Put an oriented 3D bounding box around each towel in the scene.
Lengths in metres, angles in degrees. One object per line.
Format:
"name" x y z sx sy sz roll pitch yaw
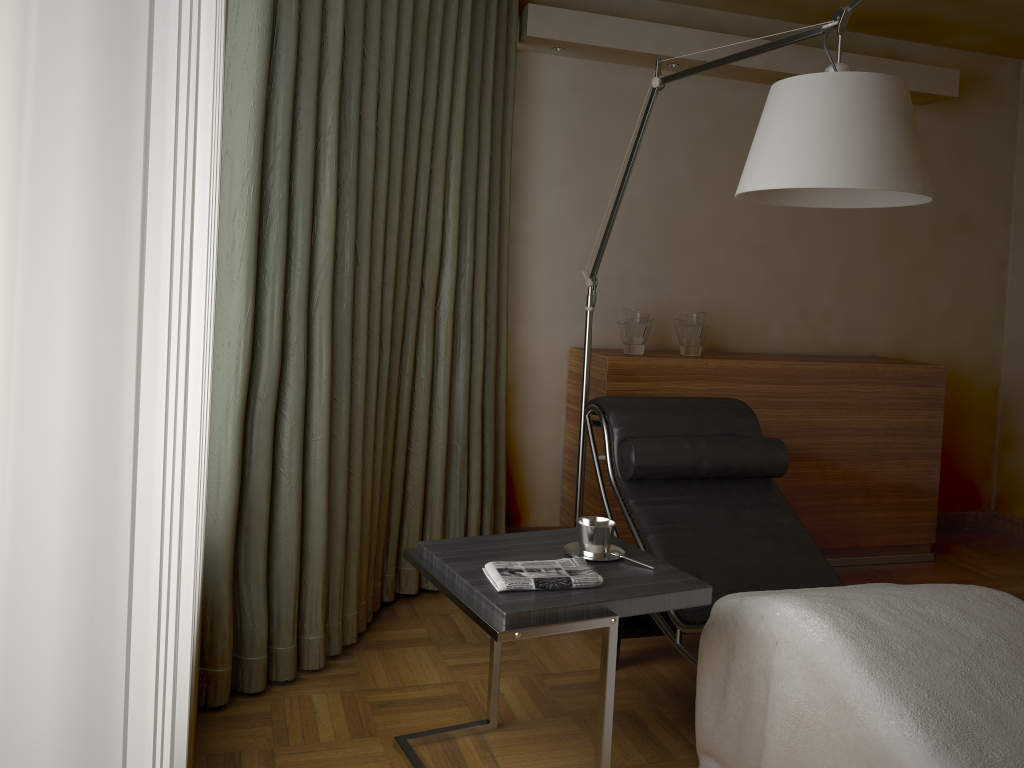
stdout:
"towel" 0.064 0.420 1.959 0.240 0.035 0.180 1 7 -14

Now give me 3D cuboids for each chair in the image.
"chair" 0.760 0.537 2.378 0.635 0.794 1.800 2 6 -18

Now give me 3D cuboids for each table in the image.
"table" 0.106 0.441 2.076 0.517 0.045 0.502 0 7 -26

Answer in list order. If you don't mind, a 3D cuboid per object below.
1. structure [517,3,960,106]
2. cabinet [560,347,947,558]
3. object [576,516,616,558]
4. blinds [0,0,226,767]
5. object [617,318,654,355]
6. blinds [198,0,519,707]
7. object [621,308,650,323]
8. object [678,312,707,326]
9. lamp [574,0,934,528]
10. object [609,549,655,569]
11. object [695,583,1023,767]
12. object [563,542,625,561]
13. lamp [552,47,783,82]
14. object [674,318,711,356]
"structure" 1.058 -1.468 4.017 2.176 0.130 0.275 1 6 -18
"cabinet" 1.090 0.307 3.957 1.672 0.860 0.417 1 3 -18
"object" 0.200 0.373 2.157 0.098 0.078 0.111 2 5 -16
"blinds" -0.466 -0.184 1.265 0.092 2.283 2.209 3 4 -18
"object" 0.514 -0.204 3.707 0.156 0.154 0.156 5 5 29
"blinds" -0.398 -0.435 2.948 0.225 2.445 1.534 4 3 27
"object" 0.516 -0.243 3.706 0.122 0.149 0.123 1 4 -36
"object" 0.772 -0.239 3.787 0.122 0.149 0.123 0 4 -38
"lamp" 0.627 -0.039 2.608 0.451 1.961 1.422 3 3 -14
"object" 0.283 0.414 2.093 0.124 0.019 0.029 9 7 41
"object" 0.896 0.751 1.873 0.916 0.518 0.914 1 6 -17
"object" 0.200 0.410 2.151 0.150 0.009 0.151 2 7 -12
"lamp" 0.722 -1.418 3.901 1.156 0.028 0.050 1 6 -18
"object" 0.770 -0.200 3.788 0.155 0.154 0.157 1 5 -27
